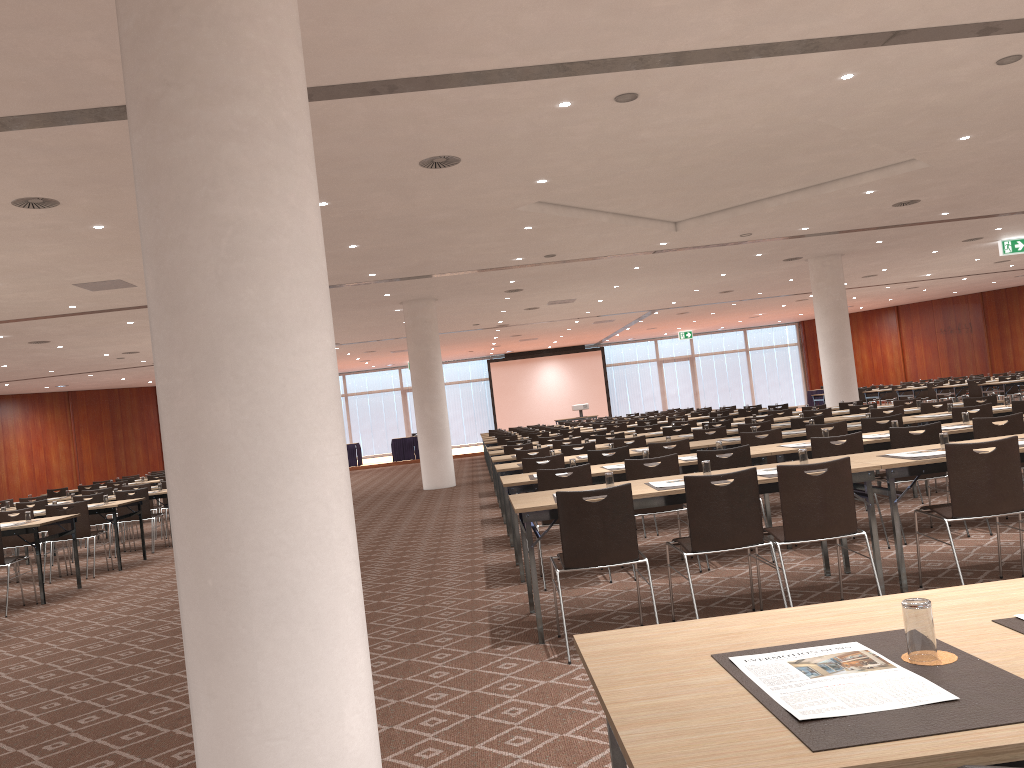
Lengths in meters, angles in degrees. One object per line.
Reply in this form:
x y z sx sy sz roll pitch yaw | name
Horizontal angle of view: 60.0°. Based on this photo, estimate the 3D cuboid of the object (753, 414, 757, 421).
3.821 0.533 13.964 0.054 0.114 0.054 -7 -2 31 | object

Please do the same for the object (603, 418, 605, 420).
2.652 1.036 25.423 0.054 0.114 0.054 -7 -2 31 | object

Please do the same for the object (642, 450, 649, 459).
1.184 0.640 7.844 0.054 0.114 0.054 -7 -1 9 | object

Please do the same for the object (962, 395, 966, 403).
6.162 0.204 12.081 0.054 0.114 0.054 -6 -1 -14 | object

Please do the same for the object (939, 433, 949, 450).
2.881 0.382 5.907 0.054 0.114 0.054 -6 -2 -36 | object

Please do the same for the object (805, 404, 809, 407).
5.343 0.425 16.049 0.054 0.114 0.054 -7 -2 31 | object

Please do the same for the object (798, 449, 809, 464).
1.932 0.490 5.878 0.054 0.114 0.054 -6 -2 -36 | object

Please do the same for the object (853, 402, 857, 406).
5.431 0.350 14.037 0.054 0.114 0.054 -6 -2 -36 | object

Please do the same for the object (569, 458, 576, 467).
0.537 0.713 7.798 0.054 0.114 0.054 -6 -1 -14 | object

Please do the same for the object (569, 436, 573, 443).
0.921 0.862 13.833 0.054 0.114 0.054 -7 -1 9 | object

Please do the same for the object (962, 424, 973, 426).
4.094 0.367 7.973 0.102 0.001 0.102 -8 -2 31 | object

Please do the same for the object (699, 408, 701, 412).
4.998 0.706 23.535 0.054 0.114 0.054 -7 -2 31 | object

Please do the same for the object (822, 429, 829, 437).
2.797 0.456 7.905 0.054 0.114 0.054 -6 -1 -14 | object

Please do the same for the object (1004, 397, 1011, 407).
5.614 0.201 10.049 0.054 0.114 0.054 -6 -2 -36 | object

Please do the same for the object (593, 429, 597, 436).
1.486 0.863 15.864 0.054 0.114 0.054 -7 -2 31 | object

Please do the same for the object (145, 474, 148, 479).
-8.607 2.185 20.885 0.054 0.114 0.054 -7 -2 31 | object

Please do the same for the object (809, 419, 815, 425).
3.362 0.457 9.938 0.054 0.114 0.054 -7 -2 31 | object

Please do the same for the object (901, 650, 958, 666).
0.828 0.543 1.759 0.102 0.001 0.102 -5 -2 -36 | object

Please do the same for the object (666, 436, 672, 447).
1.743 0.640 9.863 0.054 0.114 0.054 -6 -2 -36 | object

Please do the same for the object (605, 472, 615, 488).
0.640 0.637 5.801 0.054 0.114 0.054 -6 -2 -36 | object

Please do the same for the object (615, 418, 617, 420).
2.746 0.961 23.414 0.054 0.114 0.054 -7 -2 31 | object

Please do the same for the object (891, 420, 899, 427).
3.438 0.384 7.954 0.054 0.114 0.054 -6 -1 -14 | object

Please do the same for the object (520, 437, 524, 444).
0.181 1.010 15.788 0.054 0.114 0.054 -6 -1 -14 | object

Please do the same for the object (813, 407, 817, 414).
4.782 0.424 14.012 0.054 0.114 0.054 -6 -2 -36 | object

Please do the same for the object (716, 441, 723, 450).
1.839 0.565 7.861 0.054 0.114 0.054 -7 -2 31 | object

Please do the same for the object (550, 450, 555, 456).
0.448 0.788 9.811 0.054 0.114 0.054 -7 -2 31 | object

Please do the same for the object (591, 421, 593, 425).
2.108 1.033 23.387 0.054 0.114 0.054 -7 -2 31 | object

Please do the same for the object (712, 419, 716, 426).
3.177 0.606 13.937 0.054 0.114 0.054 -7 -2 31 | object

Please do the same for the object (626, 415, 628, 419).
3.305 0.962 25.450 0.054 0.114 0.054 -7 -2 31 | object

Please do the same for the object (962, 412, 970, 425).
4.084 0.311 7.981 0.054 0.114 0.054 -6 -1 -14 | object

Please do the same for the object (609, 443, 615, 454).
1.104 0.713 9.836 0.054 0.114 0.054 -6 -2 -36 | object

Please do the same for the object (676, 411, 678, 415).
4.368 0.777 23.504 0.054 0.114 0.054 -7 -2 31 | object

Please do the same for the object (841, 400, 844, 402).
5.993 0.351 16.076 0.054 0.114 0.054 -6 -1 -14 | object

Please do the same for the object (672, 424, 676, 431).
2.536 0.679 13.911 0.054 0.114 0.054 -7 -2 31 | object

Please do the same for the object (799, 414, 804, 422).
3.911 0.459 11.963 0.054 0.114 0.054 -7 -2 31 | object

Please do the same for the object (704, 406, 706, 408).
5.564 0.705 25.556 0.054 0.114 0.054 -6 -2 -36 | object

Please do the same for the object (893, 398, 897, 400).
6.081 0.277 14.068 0.054 0.114 0.054 -7 -2 31 | object

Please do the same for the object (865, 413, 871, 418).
4.006 0.383 9.964 0.054 0.114 0.054 -7 -2 31 | object

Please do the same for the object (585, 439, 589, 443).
1.001 0.789 11.837 0.054 0.114 0.054 -6 -1 -14 | object

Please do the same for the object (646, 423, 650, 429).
2.444 0.754 15.906 0.054 0.114 0.054 -6 -1 -14 | object

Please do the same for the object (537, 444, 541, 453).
0.362 0.862 11.807 0.054 0.114 0.054 -6 -1 -14 | object

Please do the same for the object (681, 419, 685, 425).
3.078 0.682 15.931 0.054 0.114 0.054 -6 -1 -14 | object

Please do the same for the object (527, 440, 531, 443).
0.273 0.936 13.806 0.054 0.114 0.054 -7 -2 31 | object

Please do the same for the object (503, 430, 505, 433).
-0.228 1.362 25.278 0.054 0.114 0.054 -6 -2 -36 | object

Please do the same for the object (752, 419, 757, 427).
3.260 0.533 11.935 0.054 0.114 0.054 -6 -1 -14 | object

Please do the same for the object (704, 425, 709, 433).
2.618 0.605 11.911 0.054 0.114 0.054 -6 -1 -14 | object

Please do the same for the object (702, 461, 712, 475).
1.284 0.564 5.847 0.054 0.114 0.054 -7 -2 31 | object

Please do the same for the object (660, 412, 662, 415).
4.279 0.851 25.497 0.054 0.114 0.054 -7 -2 31 | object

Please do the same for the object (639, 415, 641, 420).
3.389 0.888 23.454 0.054 0.114 0.054 -7 -2 31 | object

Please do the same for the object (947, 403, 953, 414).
4.955 0.276 10.023 0.054 0.114 0.054 -7 -1 9 | object

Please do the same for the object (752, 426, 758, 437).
2.708 0.531 9.901 0.054 0.114 0.054 -7 -2 31 | object

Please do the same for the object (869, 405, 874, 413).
4.876 0.350 12.022 0.054 0.114 0.054 -6 -2 -36 | object

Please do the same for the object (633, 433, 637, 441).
1.650 0.715 11.859 0.054 0.114 0.054 -6 -2 -36 | object

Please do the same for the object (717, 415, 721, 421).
3.729 0.608 15.959 0.054 0.114 0.054 -6 -1 -14 | object

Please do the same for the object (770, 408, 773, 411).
4.692 0.499 16.010 0.054 0.114 0.054 -7 -1 9 | object

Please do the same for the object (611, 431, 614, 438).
1.573 0.788 13.853 0.054 0.114 0.054 -7 -1 9 | object

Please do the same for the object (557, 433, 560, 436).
0.837 0.936 15.825 0.054 0.114 0.054 -7 -1 9 | object

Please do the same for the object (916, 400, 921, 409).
5.525 0.275 12.039 0.054 0.114 0.054 -6 -2 -36 | object
